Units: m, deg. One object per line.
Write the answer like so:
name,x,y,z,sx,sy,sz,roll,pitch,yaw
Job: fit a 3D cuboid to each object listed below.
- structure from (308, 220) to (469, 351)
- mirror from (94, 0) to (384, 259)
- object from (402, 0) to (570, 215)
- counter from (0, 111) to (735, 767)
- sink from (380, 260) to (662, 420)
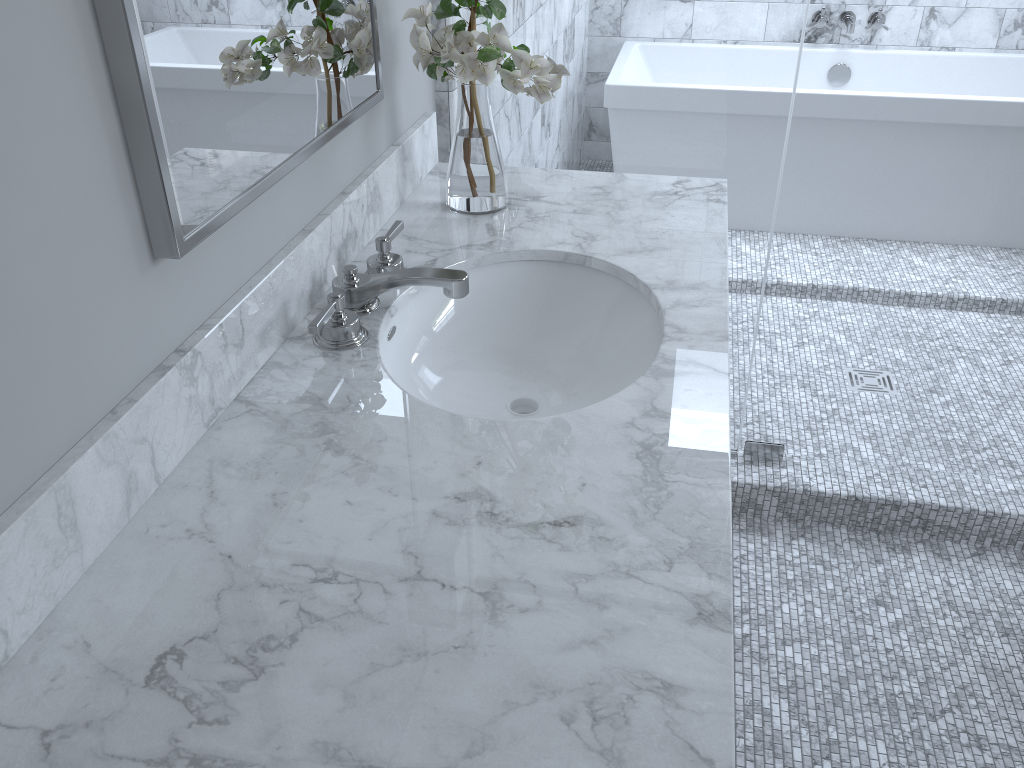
structure,-0.224,-0.149,1.334,0.256,0.069,0.295,-17,35,-24
mirror,-0.307,-0.730,0.989,0.030,0.977,0.694,6,32,10
object,0.001,-0.614,1.476,0.374,0.706,0.225,25,40,35
counter,-0.028,0.298,1.402,0.638,0.983,1.657,6,32,10
sink,0.001,0.041,1.382,0.517,0.270,0.494,-17,35,-25
